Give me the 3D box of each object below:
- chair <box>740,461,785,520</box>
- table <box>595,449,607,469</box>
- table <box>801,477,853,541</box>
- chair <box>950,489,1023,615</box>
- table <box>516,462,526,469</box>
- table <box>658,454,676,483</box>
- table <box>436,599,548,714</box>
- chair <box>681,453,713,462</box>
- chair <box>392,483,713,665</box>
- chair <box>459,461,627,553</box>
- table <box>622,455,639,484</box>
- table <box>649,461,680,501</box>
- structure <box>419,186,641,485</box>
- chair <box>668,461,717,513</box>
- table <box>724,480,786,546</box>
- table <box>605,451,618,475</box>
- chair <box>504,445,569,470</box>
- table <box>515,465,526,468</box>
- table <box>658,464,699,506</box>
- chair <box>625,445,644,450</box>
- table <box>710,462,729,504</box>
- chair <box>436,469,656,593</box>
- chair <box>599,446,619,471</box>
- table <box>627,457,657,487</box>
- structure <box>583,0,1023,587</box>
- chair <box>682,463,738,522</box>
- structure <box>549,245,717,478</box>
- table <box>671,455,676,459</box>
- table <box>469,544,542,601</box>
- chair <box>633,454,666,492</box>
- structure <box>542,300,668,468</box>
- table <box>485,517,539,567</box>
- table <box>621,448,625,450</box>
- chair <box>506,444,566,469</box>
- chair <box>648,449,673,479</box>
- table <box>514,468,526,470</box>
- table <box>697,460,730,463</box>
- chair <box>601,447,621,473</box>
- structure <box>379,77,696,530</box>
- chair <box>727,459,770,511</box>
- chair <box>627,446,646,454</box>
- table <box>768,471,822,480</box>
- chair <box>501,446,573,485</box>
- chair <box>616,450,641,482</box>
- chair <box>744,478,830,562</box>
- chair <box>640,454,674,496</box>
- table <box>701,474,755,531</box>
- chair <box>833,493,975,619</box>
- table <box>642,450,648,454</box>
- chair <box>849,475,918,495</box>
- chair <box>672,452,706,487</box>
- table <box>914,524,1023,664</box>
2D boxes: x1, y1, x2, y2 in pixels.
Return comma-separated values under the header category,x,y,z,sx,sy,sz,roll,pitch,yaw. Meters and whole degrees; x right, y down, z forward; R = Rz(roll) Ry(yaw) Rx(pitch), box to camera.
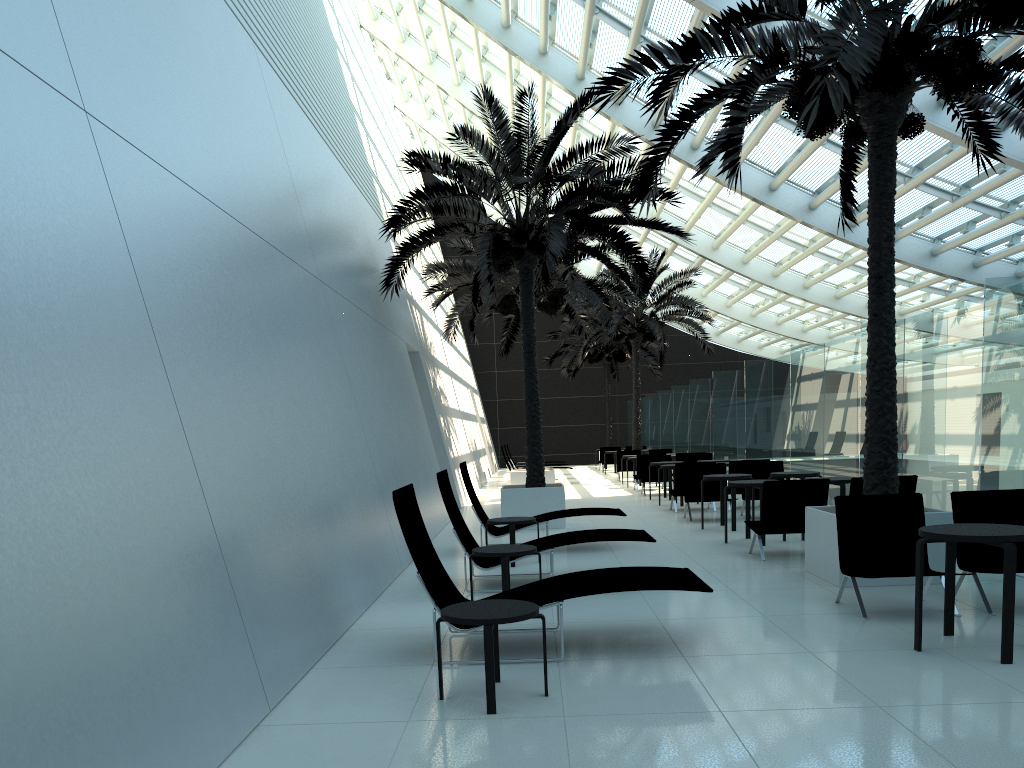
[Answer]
category,x,y,z,sx,sy,sz,roll,pitch,yaw
chair,4.091,1.687,13.894,0.716,0.897,0.879,-2,2,1
table,3.610,2.902,33.709,0.674,0.789,0.678,-5,4,-41
table,4.047,1.579,10.996,0.679,0.789,0.673,0,4,44
chair,3.922,1.280,6.692,0.716,0.897,0.879,-2,2,1
table,0.461,2.914,29.480,0.553,0.522,0.549,-1,2,44
table,4.357,2.306,23.849,0.679,0.789,0.673,0,4,40
table,-0.115,1.526,4.943,0.553,0.522,0.549,-1,2,44
chair,4.224,2.007,19.543,0.716,0.897,0.879,-2,2,1
chair,0.282,1.248,6.054,2.037,1.170,0.912,-2,3,2
chair,0.402,1.538,11.192,2.037,1.170,0.912,-2,3,2
table,3.389,2.346,23.876,0.679,0.789,0.673,0,4,40
table,3.257,2.029,18.275,0.679,0.789,0.673,0,4,40
structure,0.259,-0.826,19.626,4.285,6.968,4.582,1,5,35
chair,3.214,1.822,15.628,0.716,0.897,0.879,-2,2,1
table,3.078,1.619,11.023,0.679,0.789,0.673,0,4,44
table,3.521,2.666,29.537,0.679,0.789,0.673,0,4,40
chair,0.795,2.485,27.941,2.037,1.170,0.912,-2,3,2
table,0.399,2.764,26.830,0.553,0.522,0.549,-1,2,44
table,3.214,1.947,16.811,0.679,0.789,0.673,0,4,44
chair,4.542,2.739,32.500,0.716,0.897,0.879,-2,2,1
table,4.182,1.906,16.784,0.679,0.789,0.673,0,4,44
chair,0.342,1.393,8.623,2.037,1.170,0.912,-2,3,2
chair,3.611,2.778,32.526,0.716,0.897,0.879,-2,2,1
table,3.346,2.265,22.447,0.679,0.789,0.673,0,4,44
structure,3.343,-1.691,7.818,4.826,7.095,4.388,-1,4,20
chair,3.160,1.726,13.920,0.716,0.897,0.879,-2,2,1
structure,3.787,-0.609,26.940,4.819,7.096,4.394,-3,4,-5
table,4.315,2.225,22.420,0.679,0.789,0.673,0,4,44
table,-0.054,1.672,7.513,0.553,0.522,0.549,-1,2,44
chair,3.346,2.141,21.264,0.716,0.897,0.879,-2,2,1
structure,4.004,-0.150,35.075,4.440,7.094,4.773,-4,4,-20
table,0.006,1.817,10.082,0.553,0.522,0.549,-1,2,44
table,4.579,2.862,33.682,0.674,0.789,0.678,-5,4,-41
chair,0.858,2.635,30.590,2.037,1.170,0.912,-2,3,2
chair,4.355,2.322,25.120,0.716,0.897,0.879,-2,2,1
table,0.338,2.619,24.261,0.554,0.522,0.549,-1,2,40
table,4.226,1.989,18.247,0.679,0.789,0.673,0,4,40
chair,3.556,2.683,30.831,0.716,0.897,0.879,-2,2,1
structure,0.325,-1.143,13.630,4.624,6.907,4.245,-4,5,-20
chair,4.146,1.783,15.602,0.716,0.897,0.879,-2,2,1
chair,4.488,2.644,30.805,0.716,0.897,0.879,-2,2,1
table,4.094,1.670,12.611,0.679,0.789,0.673,0,4,40
chair,0.735,2.340,25.371,2.037,1.170,0.912,-2,3,2
chair,3.423,2.361,25.146,0.716,0.897,0.879,-2,2,1
chair,3.078,1.495,9.840,0.716,0.897,0.879,-2,2,1
chair,3.292,2.046,19.569,0.716,0.897,0.879,-2,2,1
table,3.125,1.710,12.639,0.679,0.789,0.673,0,4,40
chair,2.991,1.319,6.719,0.716,0.897,0.879,-2,2,1
table,4.490,2.626,29.510,0.679,0.789,0.673,0,4,40
chair,4.010,1.456,9.814,0.716,0.897,0.879,-2,2,1
chair,4.278,2.102,21.238,0.716,0.897,0.879,-2,2,1
table,2.959,1.310,5.551,0.674,0.789,0.678,-5,4,-41
